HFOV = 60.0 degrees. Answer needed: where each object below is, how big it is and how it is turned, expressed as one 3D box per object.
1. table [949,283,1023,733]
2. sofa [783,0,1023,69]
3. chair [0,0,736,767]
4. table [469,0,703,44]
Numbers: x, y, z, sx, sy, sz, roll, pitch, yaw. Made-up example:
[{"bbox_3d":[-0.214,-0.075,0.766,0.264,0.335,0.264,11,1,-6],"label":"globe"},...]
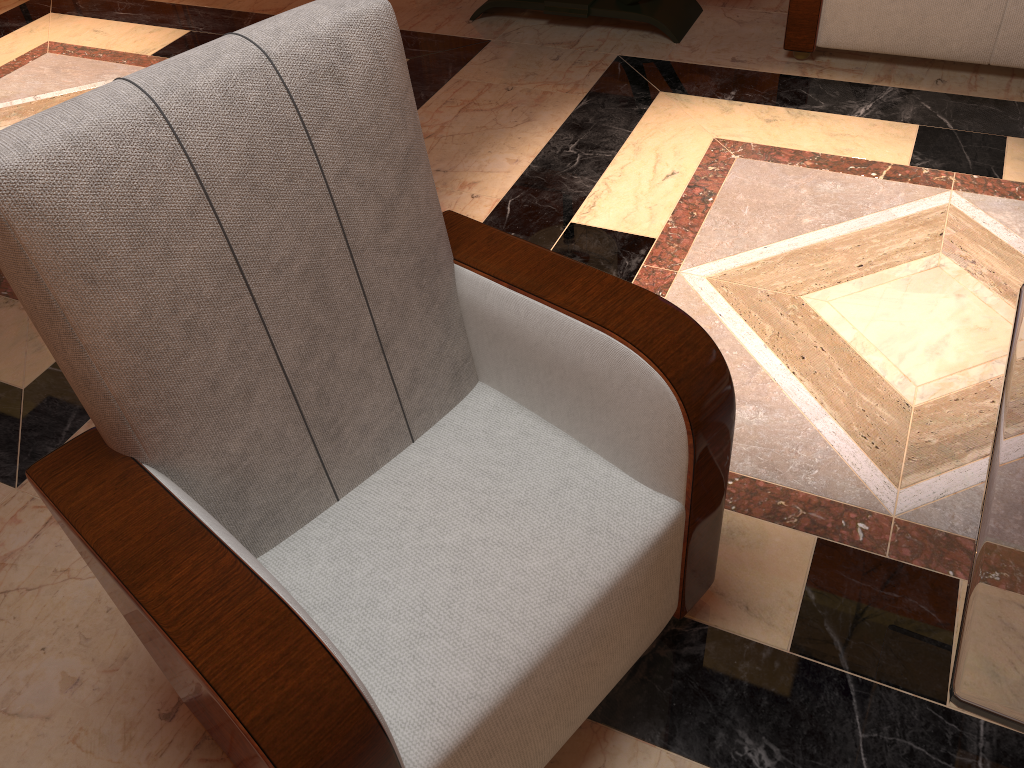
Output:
[{"bbox_3d":[1.310,0.470,0.970,1.566,0.486,0.734,17,48,23],"label":"table"},{"bbox_3d":[1.817,-1.406,2.572,1.805,0.914,0.623,15,47,21],"label":"sofa"},{"bbox_3d":[-0.156,0.083,1.191,0.634,0.942,0.745,31,54,33],"label":"chair"},{"bbox_3d":[0.253,-1.653,3.252,1.274,0.595,0.737,15,47,21],"label":"table"}]
